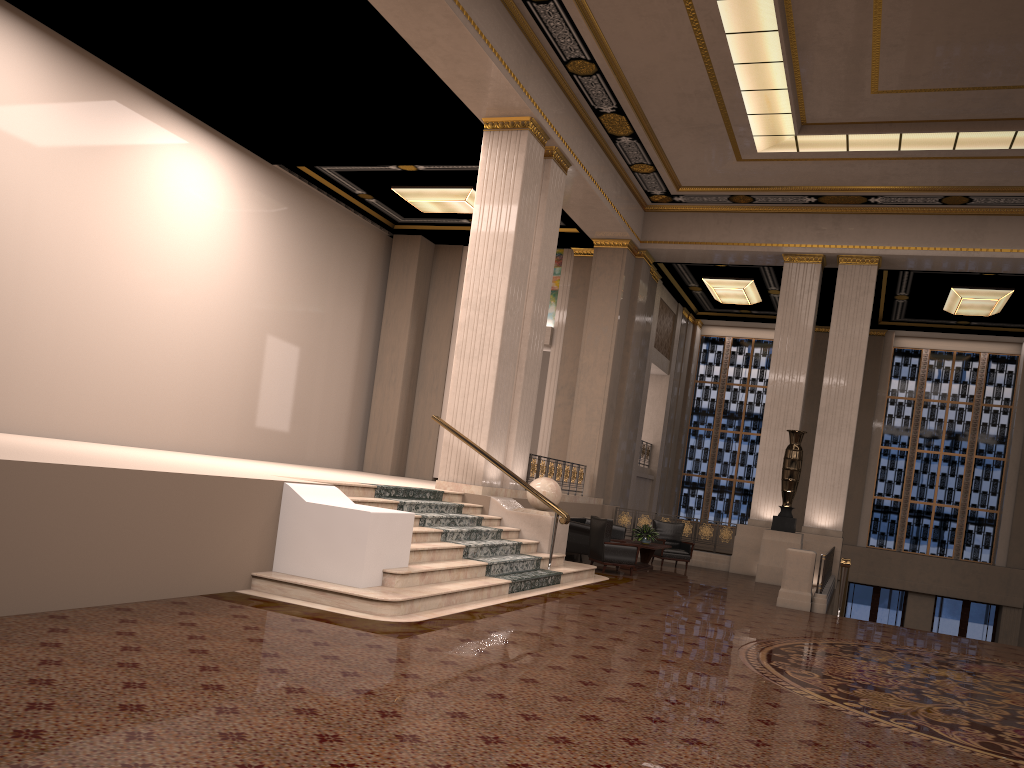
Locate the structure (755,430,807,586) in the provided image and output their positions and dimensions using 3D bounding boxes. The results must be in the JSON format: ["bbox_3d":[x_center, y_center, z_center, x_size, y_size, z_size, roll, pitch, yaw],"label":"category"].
[{"bbox_3d":[4.979,2.234,15.938,0.696,2.790,0.704,8,0,22],"label":"structure"}]

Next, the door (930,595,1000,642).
[{"bbox_3d":[11.230,6.725,22.101,1.484,2.725,0.156,7,0,22],"label":"door"}]

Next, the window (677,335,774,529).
[{"bbox_3d":[6.437,1.376,24.738,2.973,5.361,0.070,7,0,22],"label":"window"}]

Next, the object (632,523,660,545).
[{"bbox_3d":[2.301,2.568,15.159,0.529,0.376,0.500,10,-5,-36],"label":"object"}]

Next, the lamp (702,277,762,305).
[{"bbox_3d":[5.323,-2.211,21.237,1.162,0.214,2.035,5,-6,22],"label":"lamp"}]

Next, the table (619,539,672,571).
[{"bbox_3d":[2.197,2.981,15.305,0.835,0.435,1.489,6,-6,22],"label":"table"}]

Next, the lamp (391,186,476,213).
[{"bbox_3d":[-1.315,-3.536,17.082,1.708,0.214,1.179,5,-6,22],"label":"lamp"}]

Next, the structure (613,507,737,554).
[{"bbox_3d":[3.307,3.013,18.068,2.523,0.655,0.032,5,0,22],"label":"structure"}]

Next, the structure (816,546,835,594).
[{"bbox_3d":[5.115,2.949,14.234,0.079,0.536,4.982,8,-6,23],"label":"structure"}]

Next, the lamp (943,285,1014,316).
[{"bbox_3d":[10.171,-1.777,19.305,1.162,0.214,2.035,5,-6,22],"label":"lamp"}]

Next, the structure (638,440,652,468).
[{"bbox_3d":[3.215,1.739,22.015,0.031,0.666,2.175,8,-5,22],"label":"structure"}]

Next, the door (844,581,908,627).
[{"bbox_3d":[9.305,6.553,22.868,1.484,2.725,0.156,7,0,22],"label":"door"}]

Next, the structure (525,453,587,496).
[{"bbox_3d":[0.779,1.677,15.998,0.032,0.623,3.728,8,-5,22],"label":"structure"}]

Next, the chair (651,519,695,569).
[{"bbox_3d":[3.040,3.050,16.787,0.650,0.844,0.717,8,-2,-13],"label":"chair"}]

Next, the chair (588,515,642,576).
[{"bbox_3d":[1.582,2.540,13.838,0.720,0.844,0.646,8,-2,-18],"label":"chair"}]

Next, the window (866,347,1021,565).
[{"bbox_3d":[11.141,1.797,22.864,2.973,5.361,0.070,7,0,22],"label":"window"}]

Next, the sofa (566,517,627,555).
[{"bbox_3d":[1.369,2.773,15.645,0.871,0.705,1.940,6,-5,22],"label":"sofa"}]
